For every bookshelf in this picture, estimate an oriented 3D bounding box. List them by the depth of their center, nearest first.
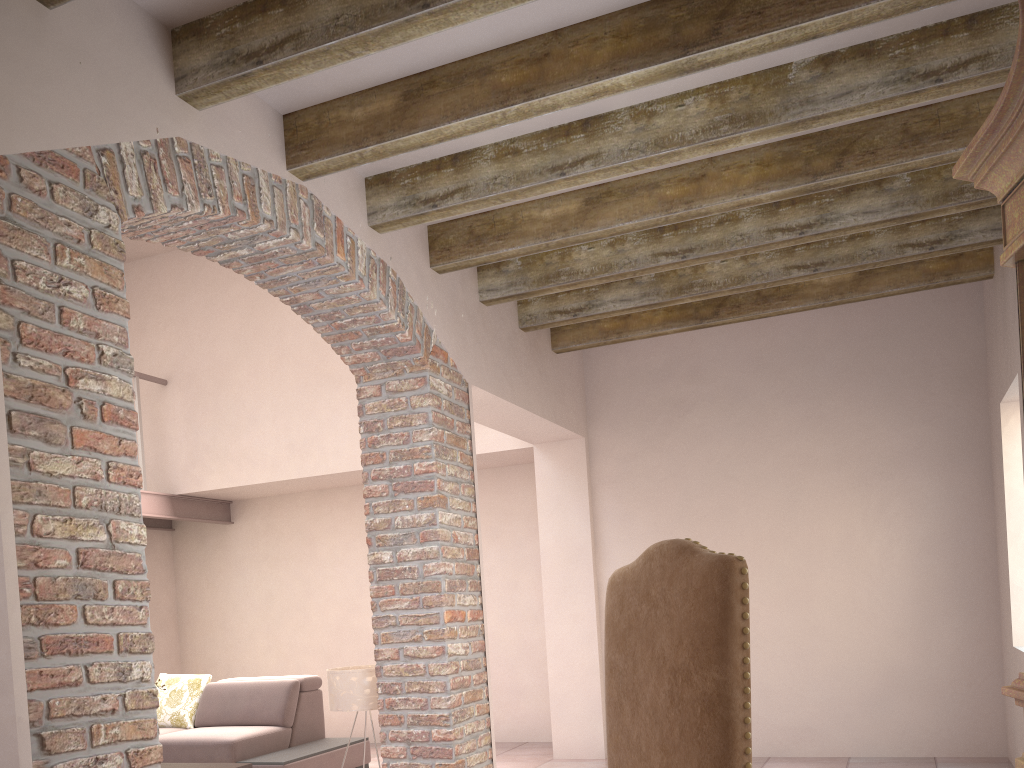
[{"bbox_3d":[0.890,0.309,1.065,0.487,1.969,2.063,-4,-6,22],"label":"bookshelf"}]

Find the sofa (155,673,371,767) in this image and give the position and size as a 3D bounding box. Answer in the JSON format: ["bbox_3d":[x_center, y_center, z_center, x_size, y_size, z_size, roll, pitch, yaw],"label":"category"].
[{"bbox_3d":[-2.630,2.134,5.448,2.162,0.928,3.229,-8,-13,21],"label":"sofa"}]

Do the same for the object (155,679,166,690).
[{"bbox_3d":[-2.063,1.765,4.792,0.369,0.591,0.301,-5,-2,16],"label":"object"}]

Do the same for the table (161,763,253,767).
[{"bbox_3d":[-2.070,2.228,4.760,1.198,0.344,0.721,-9,-12,21],"label":"table"}]

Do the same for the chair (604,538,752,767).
[{"bbox_3d":[0.177,0.976,2.093,0.645,1.233,0.546,-3,-2,-28],"label":"chair"}]

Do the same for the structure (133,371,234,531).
[{"bbox_3d":[-2.863,0.803,4.593,3.783,3.157,7.361,-7,-12,22],"label":"structure"}]

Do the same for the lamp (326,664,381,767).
[{"bbox_3d":[-0.729,1.876,4.674,0.410,0.841,0.390,-4,-2,22],"label":"lamp"}]
